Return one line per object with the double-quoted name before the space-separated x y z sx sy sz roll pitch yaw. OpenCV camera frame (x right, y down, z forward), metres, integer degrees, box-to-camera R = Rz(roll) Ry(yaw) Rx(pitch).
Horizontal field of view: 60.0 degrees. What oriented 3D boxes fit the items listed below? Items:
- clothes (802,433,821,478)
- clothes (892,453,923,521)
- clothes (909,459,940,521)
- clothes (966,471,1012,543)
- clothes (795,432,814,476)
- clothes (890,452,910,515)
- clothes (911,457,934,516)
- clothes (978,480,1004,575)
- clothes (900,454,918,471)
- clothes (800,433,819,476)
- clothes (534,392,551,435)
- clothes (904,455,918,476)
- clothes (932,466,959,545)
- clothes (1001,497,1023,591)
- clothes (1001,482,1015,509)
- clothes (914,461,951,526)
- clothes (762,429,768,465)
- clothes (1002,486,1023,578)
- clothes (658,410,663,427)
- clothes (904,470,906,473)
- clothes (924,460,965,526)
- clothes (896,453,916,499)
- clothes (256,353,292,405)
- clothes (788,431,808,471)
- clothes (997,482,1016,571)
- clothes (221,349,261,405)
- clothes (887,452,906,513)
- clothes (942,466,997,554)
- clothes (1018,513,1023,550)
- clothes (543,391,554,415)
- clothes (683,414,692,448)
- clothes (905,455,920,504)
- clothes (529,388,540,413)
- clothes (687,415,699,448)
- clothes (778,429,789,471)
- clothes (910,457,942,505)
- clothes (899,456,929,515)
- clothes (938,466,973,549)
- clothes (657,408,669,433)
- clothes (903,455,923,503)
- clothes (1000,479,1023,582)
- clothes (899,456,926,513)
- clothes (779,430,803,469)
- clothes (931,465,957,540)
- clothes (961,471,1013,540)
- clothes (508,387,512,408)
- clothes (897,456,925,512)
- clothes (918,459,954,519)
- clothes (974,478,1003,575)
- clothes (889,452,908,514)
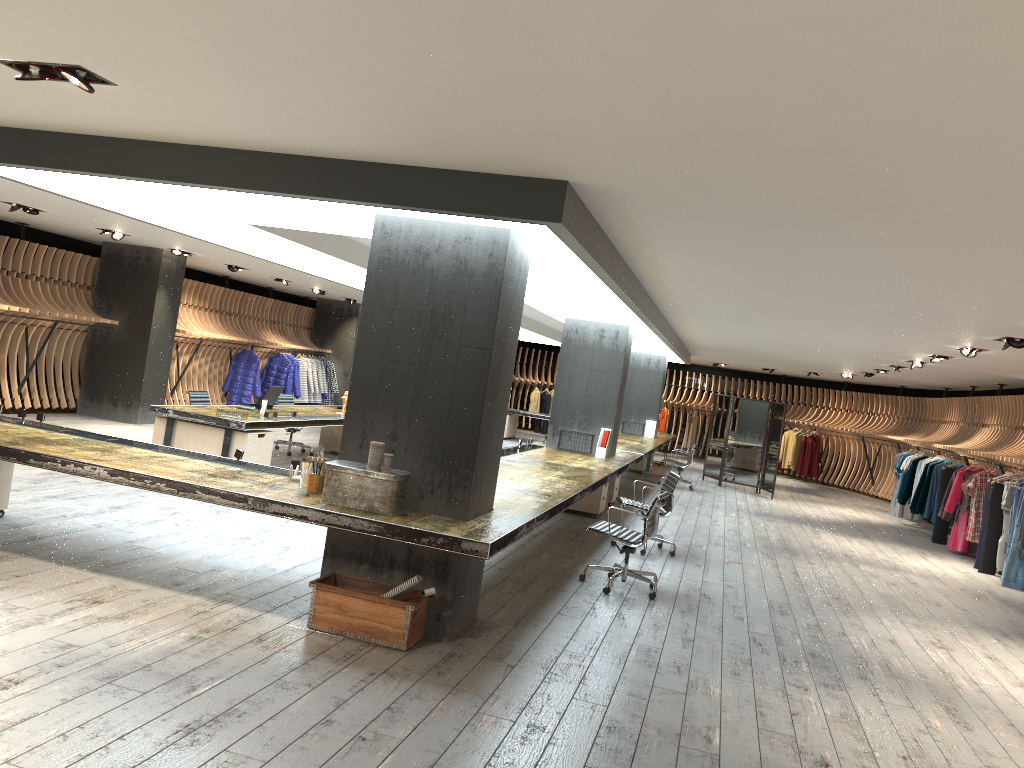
"clothes" 7.794 1.853 22.922 0.443 1.129 0.127 9 0 -14
"clothes" 7.889 2.089 17.516 0.677 1.434 0.204 9 0 -2
"clothes" 7.371 1.842 15.226 0.914 1.081 0.237 9 0 18
"clothes" 6.636 1.732 12.287 0.760 1.030 0.179 9 0 0
"clothes" 7.686 1.833 23.159 0.443 1.129 0.127 9 0 -14
"clothes" 7.922 2.093 17.648 0.678 1.434 0.203 9 0 28
"clothes" 7.523 1.840 15.729 0.733 1.106 0.165 9 0 19
"clothes" 6.463 1.956 11.592 0.539 1.353 0.087 9 0 13
"clothes" 7.796 1.815 16.941 0.744 0.931 0.158 9 0 18
"clothes" 7.766 1.847 23.010 0.444 1.129 0.126 9 0 11
"clothes" 0.928 0.933 26.733 0.087 1.353 0.540 9 0 -42
"clothes" 7.813 1.832 16.884 0.743 0.960 0.167 9 0 7
"clothes" 7.057 2.015 14.117 0.539 1.353 0.087 9 0 18
"clothes" 6.215 1.950 10.774 0.373 1.536 0.312 9 0 25
"clothes" 6.400 1.834 11.402 0.169 1.143 0.273 9 0 -44
"clothes" 7.294 1.834 14.879 0.914 1.081 0.237 9 0 13
"clothes" 6.981 1.713 24.284 0.444 1.129 0.126 9 0 11
"clothes" 6.322 1.843 10.902 0.276 1.292 0.316 9 0 -22
"clothes" 4.240 1.093 26.334 0.201 0.881 0.838 8 0 44
"clothes" 7.780 1.812 16.747 0.742 0.938 0.162 9 0 8
"clothes" 7.230 1.800 14.573 0.715 1.088 0.256 9 0 19
"clothes" 7.773 1.825 17.094 0.738 0.971 0.167 9 0 22
"clothes" -5.200 -0.059 19.275 0.880 1.260 0.242 9 0 11
"clothes" 7.584 1.774 23.339 0.776 1.053 0.152 9 0 -36
"clothes" 6.363 1.827 11.302 0.278 1.141 0.172 9 0 21
"clothes" -5.452 -0.087 17.904 0.885 1.239 0.245 9 0 11
"clothes" 7.988 2.100 17.921 0.678 1.434 0.203 9 0 28
"clothes" 6.839 1.868 13.098 0.840 1.312 0.320 9 0 23
"clothes" 6.203 1.600 10.495 0.278 0.767 0.263 9 0 21
"clothes" 1.186 0.642 26.775 0.249 0.890 0.705 9 0 -36
"clothes" 5.161 1.366 25.880 0.096 0.988 0.464 8 0 26
"clothes" 7.718 1.820 16.682 0.742 0.950 0.168 9 0 -3
"clothes" 0.670 0.565 26.689 0.249 0.890 0.705 9 0 -26
"clothes" 5.267 1.382 25.825 0.096 0.988 0.464 8 0 31
"clothes" 7.303 1.768 23.791 0.443 1.129 0.127 9 0 -24
"clothes" 7.423 1.827 15.558 0.733 1.106 0.165 9 0 14
"clothes" 7.593 1.867 16.140 0.914 1.081 0.237 9 0 18
"clothes" 6.909 1.875 13.379 0.840 1.312 0.321 9 0 13
"clothes" 4.459 1.128 26.227 0.201 0.881 0.839 9 0 -6
"clothes" 7.662 1.798 16.504 0.735 0.937 0.164 9 0 17
"clothes" 6.303 1.953 11.053 0.277 1.543 0.316 9 0 13
"clothes" 7.620 1.870 16.223 0.914 1.081 0.237 9 0 13
"clothes" 7.471 1.755 23.528 0.777 1.053 0.151 9 0 14
"clothes" 7.120 2.022 14.299 0.540 1.353 0.087 8 0 38
"clothes" 6.702 1.742 12.499 0.761 1.020 0.187 9 0 15
"clothes" -0.161 0.539 26.482 0.125 1.156 0.447 9 0 -22
"clothes" 7.642 1.872 16.344 0.914 1.081 0.237 9 0 13
"clothes" 7.333 1.810 14.999 0.715 1.088 0.256 9 0 9
"clothes" 6.495 1.958 11.793 0.087 1.353 0.540 9 0 -37
"clothes" 7.956 2.096 17.784 0.677 1.434 0.203 9 0 3
